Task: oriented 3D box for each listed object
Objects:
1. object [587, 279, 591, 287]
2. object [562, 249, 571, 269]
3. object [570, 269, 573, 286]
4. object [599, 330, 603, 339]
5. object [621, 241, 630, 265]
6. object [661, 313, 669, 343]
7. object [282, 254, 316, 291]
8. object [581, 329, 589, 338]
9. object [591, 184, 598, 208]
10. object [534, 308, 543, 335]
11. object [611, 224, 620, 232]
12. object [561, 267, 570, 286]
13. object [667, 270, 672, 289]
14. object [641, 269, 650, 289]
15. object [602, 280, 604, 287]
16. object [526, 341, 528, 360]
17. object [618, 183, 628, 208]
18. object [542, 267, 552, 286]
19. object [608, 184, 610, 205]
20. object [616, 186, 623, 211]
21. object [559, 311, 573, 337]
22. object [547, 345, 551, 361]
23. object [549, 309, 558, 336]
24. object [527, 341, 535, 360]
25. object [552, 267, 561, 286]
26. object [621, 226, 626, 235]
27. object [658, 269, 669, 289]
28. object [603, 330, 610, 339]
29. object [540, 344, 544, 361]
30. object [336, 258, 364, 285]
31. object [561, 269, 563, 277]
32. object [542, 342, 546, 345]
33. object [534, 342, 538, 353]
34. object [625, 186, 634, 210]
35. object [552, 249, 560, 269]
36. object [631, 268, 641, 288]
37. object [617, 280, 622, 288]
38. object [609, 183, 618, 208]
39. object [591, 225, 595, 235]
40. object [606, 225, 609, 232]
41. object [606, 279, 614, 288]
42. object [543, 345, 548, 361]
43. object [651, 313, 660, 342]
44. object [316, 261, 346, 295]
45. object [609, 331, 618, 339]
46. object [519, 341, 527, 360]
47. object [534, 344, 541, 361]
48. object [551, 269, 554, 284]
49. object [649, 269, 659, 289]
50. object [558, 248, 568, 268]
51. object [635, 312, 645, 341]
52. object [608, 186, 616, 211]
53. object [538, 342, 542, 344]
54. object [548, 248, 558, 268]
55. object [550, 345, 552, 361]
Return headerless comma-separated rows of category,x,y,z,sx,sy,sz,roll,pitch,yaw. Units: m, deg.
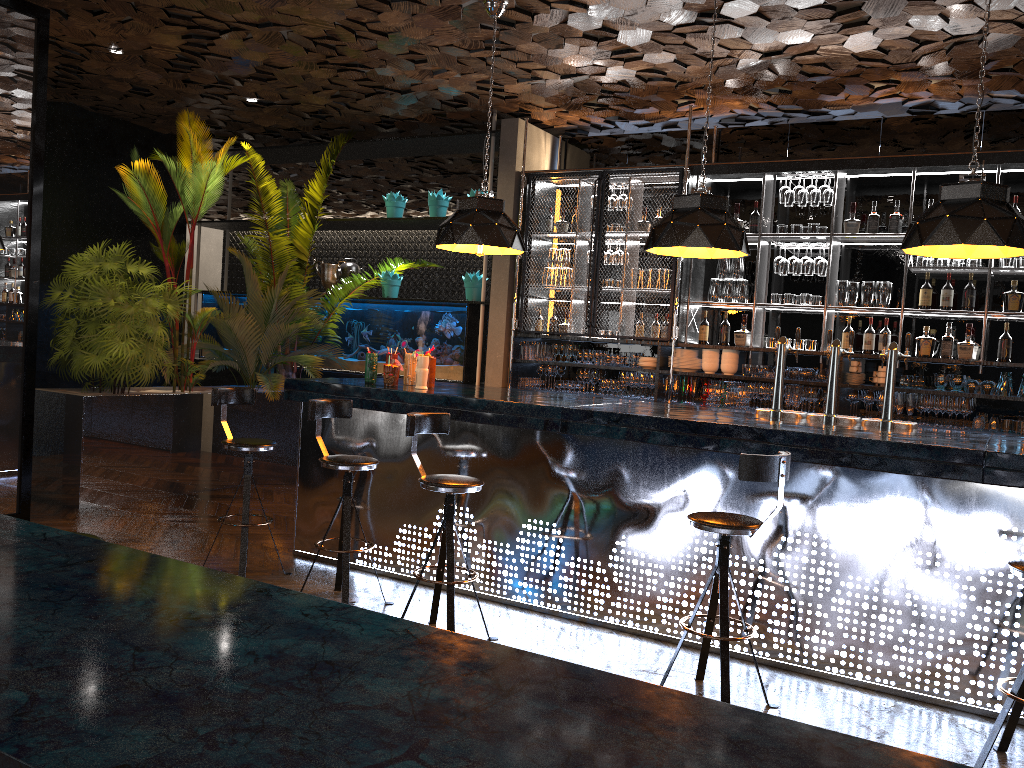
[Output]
object,0.734,-0.928,8.221,0.077,0.080,0.077,6,4,41
object,0.516,-1.186,8.429,0.092,0.182,0.092,5,3,25
object,0.543,-1.001,8.416,0.092,0.182,0.092,5,3,25
object,0.809,-0.460,8.288,0.077,0.080,0.077,3,3,-21
object,1.038,-1.198,8.116,0.081,0.213,0.081,6,3,35
object,1.367,-0.495,7.870,0.075,0.260,0.075,3,3,-12
object,-2.442,-1.239,10.111,0.250,0.472,0.458,2,3,-34
object,0.677,-0.464,8.193,0.077,0.080,0.077,3,3,-21
object,0.763,-1.717,8.101,0.081,0.213,0.081,6,3,35
object,0.260,-0.596,8.497,0.075,0.261,0.075,3,3,-12
object,0.936,-1.404,8.023,0.077,0.080,0.077,2,3,-25
object,0.505,-0.999,8.326,0.092,0.182,0.092,5,3,25
object,1.391,-0.921,7.894,0.092,0.182,0.092,5,3,25
object,1.205,-0.939,8.003,0.092,0.182,0.092,5,3,25
object,0.802,-0.920,8.139,0.077,0.080,0.077,4,3,8
object,0.141,-0.320,8.404,0.067,0.174,0.067,3,3,-20
object,1.000,-1.695,7.967,0.081,0.213,0.081,6,3,35
object,0.333,-1.016,8.435,0.092,0.182,0.092,5,3,25
object,0.846,-1.709,8.054,0.081,0.213,0.081,6,3,35
object,0.992,-1.703,8.136,0.081,0.213,0.081,6,3,35
object,0.515,-0.564,8.332,0.108,0.244,0.108,6,4,43
object,0.337,-0.296,8.405,0.058,0.152,0.051,2,3,-34
object,0.391,-0.583,8.391,0.075,0.260,0.075,2,3,-27
object,0.177,-0.313,8.311,0.067,0.174,0.067,3,3,-21
object,0.424,-1.007,8.384,0.092,0.182,0.092,5,3,25
object,1.039,-1.403,8.149,0.077,0.080,0.077,2,3,-25
object,1.335,-0.921,7.817,0.092,0.182,0.092,5,3,25
object,0.871,-0.451,8.168,0.077,0.080,0.077,3,3,-5
object,0.271,-0.295,8.304,0.058,0.152,0.051,6,3,33
object,-1.759,-1.217,9.619,0.290,0.292,0.278,3,3,-24
object,0.465,-1.009,8.470,0.092,0.182,0.092,5,3,25
object,0.293,-0.316,8.536,0.067,0.174,0.067,3,3,-21
object,0.208,-0.314,8.381,0.067,0.174,0.067,2,3,-35
object,1.071,-1.696,8.092,0.081,0.213,0.081,6,3,35
object,0.432,-1.195,8.488,0.092,0.182,0.092,5,3,25
object,1.107,-0.942,7.943,0.092,0.182,0.092,5,3,25
object,0.997,-0.908,8.148,0.077,0.080,0.077,5,3,25
object,0.921,-1.702,8.011,0.081,0.213,0.081,6,3,35
object,0.768,-1.423,8.192,0.077,0.080,0.077,5,3,20
object,0.849,-1.414,8.123,0.077,0.080,0.077,2,3,-25
object,0.884,-0.910,8.031,0.077,0.080,0.077,5,3,25
object,0.305,-0.295,8.354,0.058,0.152,0.051,3,3,-9
object,1.287,-0.504,7.939,0.075,0.260,0.075,3,3,-12
object,-2.027,-1.168,9.878,0.232,0.398,0.378,2,3,-30
object,0.924,-0.443,8.074,0.077,0.080,0.077,5,3,18
object,0.102,-0.319,8.340,0.067,0.174,0.067,6,3,38
object,0.238,-0.295,8.254,0.051,0.152,0.058,6,3,34
object,0.376,-1.017,8.529,0.092,0.182,0.092,5,3,25
object,1.263,-0.929,7.881,0.092,0.182,0.092,5,3,25
object,0.480,-1.185,8.358,0.092,0.182,0.092,5,3,25
object,1.157,-0.514,7.987,0.075,0.261,0.075,3,3,-12
object,0.917,-1.710,8.179,0.081,0.213,0.081,6,3,35
object,0.251,-0.315,8.461,0.067,0.174,0.067,3,3,-10
object,0.388,-1.193,8.401,0.092,0.182,0.092,5,3,25
object,0.352,-0.297,8.463,0.058,0.152,0.051,2,3,-36
